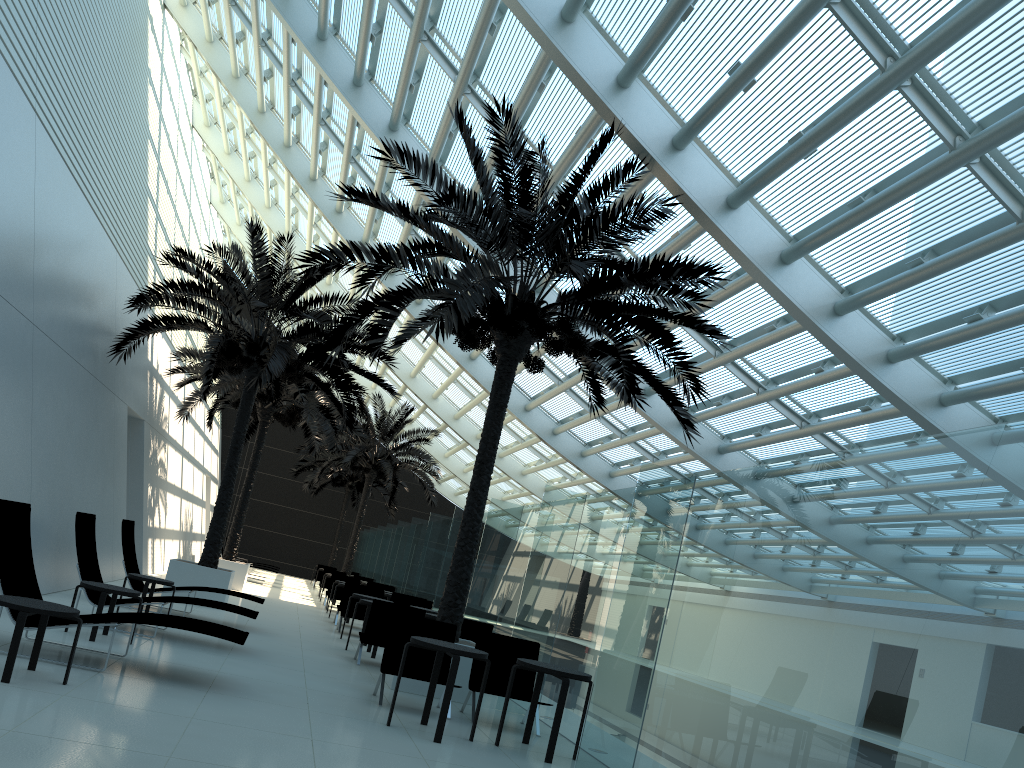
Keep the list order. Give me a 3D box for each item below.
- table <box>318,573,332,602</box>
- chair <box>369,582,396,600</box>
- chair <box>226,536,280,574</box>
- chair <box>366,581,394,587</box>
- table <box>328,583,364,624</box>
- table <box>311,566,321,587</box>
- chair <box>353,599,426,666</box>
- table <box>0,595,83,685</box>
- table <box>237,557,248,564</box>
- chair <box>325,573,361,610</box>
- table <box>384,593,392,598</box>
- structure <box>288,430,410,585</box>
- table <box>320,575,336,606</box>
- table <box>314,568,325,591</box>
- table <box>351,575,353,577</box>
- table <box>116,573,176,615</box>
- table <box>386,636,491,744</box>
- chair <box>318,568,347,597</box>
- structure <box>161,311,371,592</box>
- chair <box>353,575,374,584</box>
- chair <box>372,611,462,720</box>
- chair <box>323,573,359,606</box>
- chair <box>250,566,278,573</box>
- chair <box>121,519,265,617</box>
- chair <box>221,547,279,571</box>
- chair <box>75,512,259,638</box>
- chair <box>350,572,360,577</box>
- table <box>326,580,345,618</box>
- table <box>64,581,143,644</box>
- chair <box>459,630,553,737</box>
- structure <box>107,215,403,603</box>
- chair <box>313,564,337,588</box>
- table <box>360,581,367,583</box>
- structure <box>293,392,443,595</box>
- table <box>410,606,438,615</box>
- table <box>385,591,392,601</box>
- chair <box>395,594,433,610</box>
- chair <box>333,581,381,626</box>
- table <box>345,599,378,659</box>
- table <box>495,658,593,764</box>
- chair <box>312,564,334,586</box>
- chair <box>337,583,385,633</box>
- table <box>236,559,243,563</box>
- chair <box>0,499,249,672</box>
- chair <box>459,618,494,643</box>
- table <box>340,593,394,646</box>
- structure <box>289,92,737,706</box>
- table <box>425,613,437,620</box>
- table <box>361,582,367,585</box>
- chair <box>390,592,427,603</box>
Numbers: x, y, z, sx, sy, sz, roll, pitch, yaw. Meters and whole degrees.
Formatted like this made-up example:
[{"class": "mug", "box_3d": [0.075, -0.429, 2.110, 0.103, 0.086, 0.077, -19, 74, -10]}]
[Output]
[{"class": "table", "box_3d": [-5.174, 5.961, 25.407, 0.672, 0.763, 0.703, 9, -9, 25]}, {"class": "chair", "box_3d": [-3.207, 5.381, 21.433, 0.724, 0.867, 0.900, 15, -9, -12]}, {"class": "chair", "box_3d": [-9.317, 6.251, 31.289, 2.059, 1.131, 0.934, 16, -8, -13]}, {"class": "chair", "box_3d": [-3.615, 5.694, 23.093, 0.724, 0.867, 0.900, 15, -9, -12]}, {"class": "table", "box_3d": [-3.427, 4.671, 18.498, 0.672, 0.763, 0.704, 9, -9, 30]}, {"class": "table", "box_3d": [-7.626, 7.749, 35.017, 0.672, 0.763, 0.704, 8, -10, 34]}, {"class": "chair", "box_3d": [-1.656, 3.358, 11.702, 0.724, 0.867, 0.900, 15, -9, -12]}, {"class": "table", "box_3d": [-3.364, 1.778, 6.057, 0.547, 0.505, 0.574, 8, -10, 30]}, {"class": "table", "box_3d": [-9.461, 6.246, 30.043, 0.547, 0.505, 0.574, 8, -10, 30]}, {"class": "chair", "box_3d": [-4.087, 5.125, 21.209, 0.724, 0.867, 0.900, 15, -9, -12]}, {"class": "table", "box_3d": [-2.512, 4.937, 18.731, 0.672, 0.763, 0.704, 9, -9, 30]}, {"class": "structure", "box_3d": [-6.932, 5.229, 37.038, 4.573, 6.859, 4.792, 17, -8, -34]}, {"class": "table", "box_3d": [-4.827, 5.698, 24.008, 0.672, 0.763, 0.704, 9, -9, 30]}, {"class": "table", "box_3d": [-6.580, 6.992, 30.941, 0.672, 0.763, 0.703, 9, -9, 25]}, {"class": "table", "box_3d": [-5.666, 7.257, 31.173, 0.672, 0.763, 0.703, 9, -9, 25]}, {"class": "table", "box_3d": [-4.641, 2.714, 11.081, 0.547, 0.505, 0.574, 8, -10, 30]}, {"class": "table", "box_3d": [-0.621, 2.623, 7.493, 0.672, 0.763, 0.704, 8, -10, 34]}, {"class": "chair", "box_3d": [-5.472, 6.141, 26.660, 0.724, 0.867, 0.900, 15, -9, -12]}, {"class": "structure", "box_3d": [-6.276, 1.529, 21.021, 4.244, 6.736, 4.785, 11, -7, 21]}, {"class": "chair", "box_3d": [-4.593, 6.396, 26.884, 0.724, 0.867, 0.900, 15, -9, -12]}, {"class": "chair", "box_3d": [-0.894, 2.785, 8.647, 0.724, 0.867, 0.900, 15, -9, -12]}, {"class": "chair", "box_3d": [-4.494, 5.438, 22.870, 0.724, 0.867, 0.900, 15, -9, -12]}, {"class": "chair", "box_3d": [-8.020, 5.300, 26.187, 2.059, 1.131, 0.934, 16, -8, -13]}, {"class": "chair", "box_3d": [-4.497, 2.718, 12.327, 2.059, 1.131, 0.934, 16, -8, -13]}, {"class": "chair", "box_3d": [-8.658, 5.768, 28.699, 2.059, 1.131, 0.934, 16, -8, -13]}, {"class": "chair", "box_3d": [-3.859, 2.250, 9.815, 2.059, 1.131, 0.934, 16, -8, -13]}, {"class": "chair", "box_3d": [-6.005, 7.432, 32.441, 0.724, 0.867, 0.900, 15, -9, -12]}, {"class": "table", "box_3d": [-3.782, 4.940, 19.932, 0.672, 0.763, 0.703, 9, -9, 25]}, {"class": "table", "box_3d": [-4.003, 2.246, 8.569, 0.547, 0.505, 0.574, 8, -10, 30]}, {"class": "chair", "box_3d": [-0.014, 3.040, 8.870, 0.724, 0.867, 0.900, 15, -9, -12]}, {"class": "structure", "box_3d": [-4.600, 0.523, 15.209, 4.764, 6.678, 4.263, 18, -8, -34]}, {"class": "chair", "box_3d": [-6.885, 7.176, 32.218, 0.724, 0.867, 0.900, 15, -9, -12]}, {"class": "table", "box_3d": [-4.259, 6.226, 25.640, 0.672, 0.763, 0.703, 9, -9, 25]}, {"class": "structure", "box_3d": [-4.936, 3.740, 29.079, 4.898, 6.860, 4.473, 15, -7, -19]}, {"class": "table", "box_3d": [-1.467, 4.179, 14.654, 0.672, 0.763, 0.703, 9, -9, 25]}, {"class": "table", "box_3d": [-2.867, 5.206, 20.164, 0.672, 0.763, 0.703, 9, -9, 25]}, {"class": "chair", "box_3d": [-1.804, 4.352, 15.911, 0.724, 0.867, 0.900, 15, -9, -12]}, {"class": "chair", "box_3d": [-3.094, 4.412, 17.360, 0.724, 0.867, 0.900, 15, -9, -12]}, {"class": "table", "box_3d": [-1.989, 3.617, 12.841, 0.672, 0.763, 0.704, 9, -9, 30]}, {"class": "table", "box_3d": [0.294, 2.889, 7.726, 0.672, 0.763, 0.704, 8, -10, 34]}, {"class": "chair", "box_3d": [-7.293, 7.489, 33.879, 0.724, 0.867, 0.900, 15, -9, -12]}, {"class": "chair", "box_3d": [-2.683, 4.097, 15.687, 0.724, 0.867, 0.900, 15, -9, -12]}, {"class": "table", "box_3d": [-8.802, 5.764, 27.453, 0.547, 0.505, 0.574, 8, -10, 30]}, {"class": "chair", "box_3d": [-3.220, 1.782, 7.304, 2.059, 1.131, 0.934, 16, -8, -13]}, {"class": "chair", "box_3d": [-0.776, 3.613, 11.926, 0.724, 0.867, 0.900, 15, -9, -12]}, {"class": "table", "box_3d": [-2.382, 3.914, 14.422, 0.672, 0.763, 0.703, 9, -9, 25]}, {"class": "structure", "box_3d": [-0.180, 0.259, 10.388, 4.806, 6.860, 4.558, 12, -6, 6]}, {"class": "table", "box_3d": [-1.074, 3.883, 13.073, 0.672, 0.763, 0.704, 9, -9, 30]}, {"class": "table", "box_3d": [-3.913, 5.963, 24.240, 0.672, 0.763, 0.704, 9, -9, 30]}, {"class": "chair", "box_3d": [-2.214, 4.667, 17.583, 0.724, 0.867, 0.900, 15, -9, -12]}]
